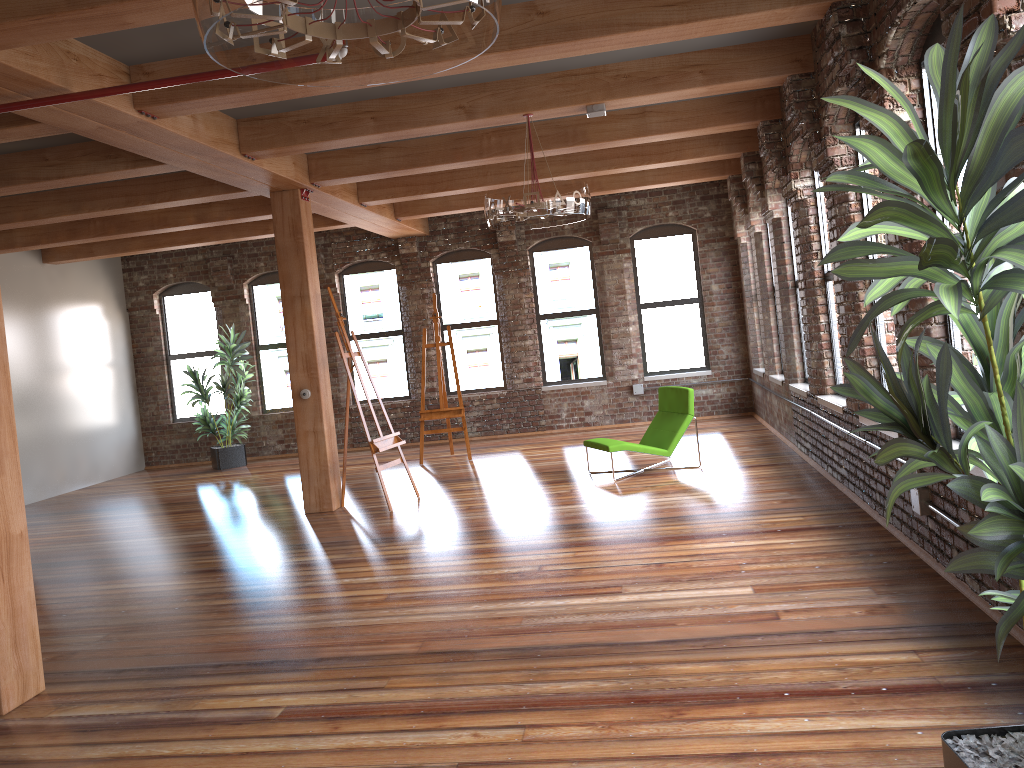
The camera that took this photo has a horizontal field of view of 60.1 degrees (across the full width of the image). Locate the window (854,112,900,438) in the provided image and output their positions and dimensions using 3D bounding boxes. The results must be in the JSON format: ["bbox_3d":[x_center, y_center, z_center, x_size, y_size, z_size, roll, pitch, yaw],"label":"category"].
[{"bbox_3d":[2.358,-0.813,5.693,0.236,2.214,0.970,-6,1,9],"label":"window"}]

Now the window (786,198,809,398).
[{"bbox_3d":[2.778,-1.019,8.593,0.233,2.214,0.970,-6,1,9],"label":"window"}]

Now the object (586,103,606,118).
[{"bbox_3d":[0.630,-2.052,6.633,0.145,0.072,0.148,-6,3,9],"label":"object"}]

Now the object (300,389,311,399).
[{"bbox_3d":[-1.961,0.097,8.389,0.095,0.095,0.061,-6,1,8],"label":"object"}]

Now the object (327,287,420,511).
[{"bbox_3d":[-1.443,0.104,8.507,0.684,2.139,0.663,-6,1,19],"label":"object"}]

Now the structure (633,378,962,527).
[{"bbox_3d":[2.382,0.480,5.921,1.633,0.313,13.726,-6,3,2],"label":"structure"}]

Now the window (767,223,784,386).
[{"bbox_3d":[2.989,-1.123,10.046,0.231,2.214,0.970,-6,1,9],"label":"window"}]

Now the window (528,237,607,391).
[{"bbox_3d":[0.811,-1.053,12.998,0.968,2.217,0.219,-6,1,8],"label":"window"}]

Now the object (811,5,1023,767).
[{"bbox_3d":[1.311,0.186,2.163,0.965,2.102,1.083,-6,1,22],"label":"object"}]

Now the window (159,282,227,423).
[{"bbox_3d":[-4.987,-0.512,13.923,0.968,2.168,0.086,-6,1,8],"label":"window"}]

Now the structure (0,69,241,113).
[{"bbox_3d":[-4.200,-1.421,5.105,6.803,0.112,0.051,-6,1,8],"label":"structure"}]

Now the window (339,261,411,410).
[{"bbox_3d":[-2.079,-0.765,13.425,0.968,2.226,0.221,-6,1,8],"label":"window"}]

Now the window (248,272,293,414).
[{"bbox_3d":[-3.518,-0.657,13.705,0.968,2.168,0.086,-6,1,8],"label":"window"}]

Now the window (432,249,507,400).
[{"bbox_3d":[-0.637,-0.907,13.211,0.968,2.226,0.221,-6,1,8],"label":"window"}]

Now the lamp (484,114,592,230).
[{"bbox_3d":[0.163,-1.624,6.673,0.808,0.814,0.811,-4,3,44],"label":"lamp"}]

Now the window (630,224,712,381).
[{"bbox_3d":[2.274,-1.197,12.781,0.968,2.217,0.219,-6,1,8],"label":"window"}]

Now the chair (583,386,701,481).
[{"bbox_3d":[1.267,0.473,8.845,0.957,0.796,0.680,-7,2,-17],"label":"chair"}]

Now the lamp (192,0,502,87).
[{"bbox_3d":[-0.463,-1.317,2.372,0.811,0.814,0.808,-8,2,-39],"label":"lamp"}]

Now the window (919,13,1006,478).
[{"bbox_3d":[2.144,-0.709,4.242,0.232,2.214,0.970,-6,1,9],"label":"window"}]

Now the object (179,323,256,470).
[{"bbox_3d":[-4.290,0.176,13.037,1.081,2.102,0.966,-6,1,-13],"label":"object"}]

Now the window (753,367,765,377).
[{"bbox_3d":[3.204,-1.228,11.524,0.232,2.214,0.970,-6,1,9],"label":"window"}]

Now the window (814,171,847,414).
[{"bbox_3d":[2.566,-0.916,7.145,0.230,2.214,0.970,-6,1,9],"label":"window"}]

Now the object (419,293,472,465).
[{"bbox_3d":[-0.915,-0.108,11.313,0.661,2.139,0.685,-6,1,4],"label":"object"}]
